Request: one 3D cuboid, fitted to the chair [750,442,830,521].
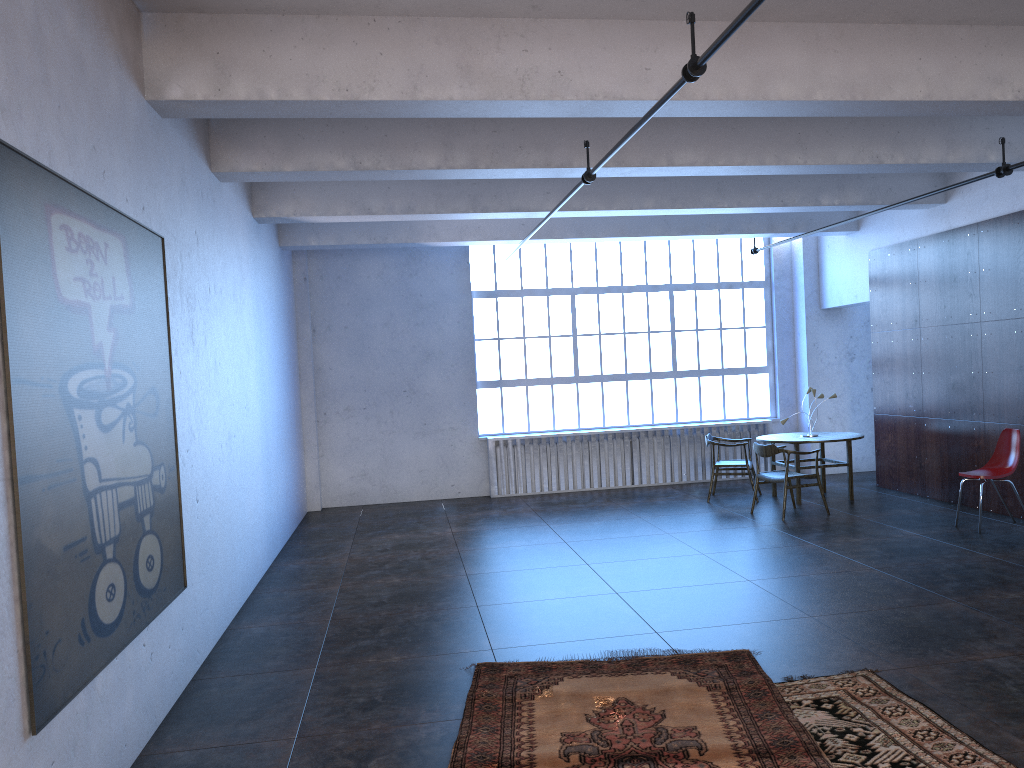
[{"bbox_3d":[3.156,1.081,10.142,0.682,0.865,0.717,-4,2,-21],"label":"chair"}]

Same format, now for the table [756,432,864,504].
[{"bbox_3d":[3.781,1.086,11.210,1.284,0.852,1.335,-2,1,36],"label":"table"}]

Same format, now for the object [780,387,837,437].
[{"bbox_3d":[3.748,0.344,11.169,0.778,0.625,0.238,-3,2,-7],"label":"object"}]

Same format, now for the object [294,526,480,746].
[{"bbox_3d":[5.163,1.669,0.194,19.866,0.001,27.018,-3,1,-8],"label":"object"}]

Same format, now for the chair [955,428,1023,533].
[{"bbox_3d":[4.797,0.950,8.800,0.660,0.988,0.424,-3,2,-9],"label":"chair"}]

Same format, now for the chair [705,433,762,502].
[{"bbox_3d":[2.872,1.078,11.509,0.665,0.865,0.736,-2,2,18],"label":"chair"}]

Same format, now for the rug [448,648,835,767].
[{"bbox_3d":[0.537,1.685,3.841,1.875,0.048,3.523,-3,1,2],"label":"rug"}]
